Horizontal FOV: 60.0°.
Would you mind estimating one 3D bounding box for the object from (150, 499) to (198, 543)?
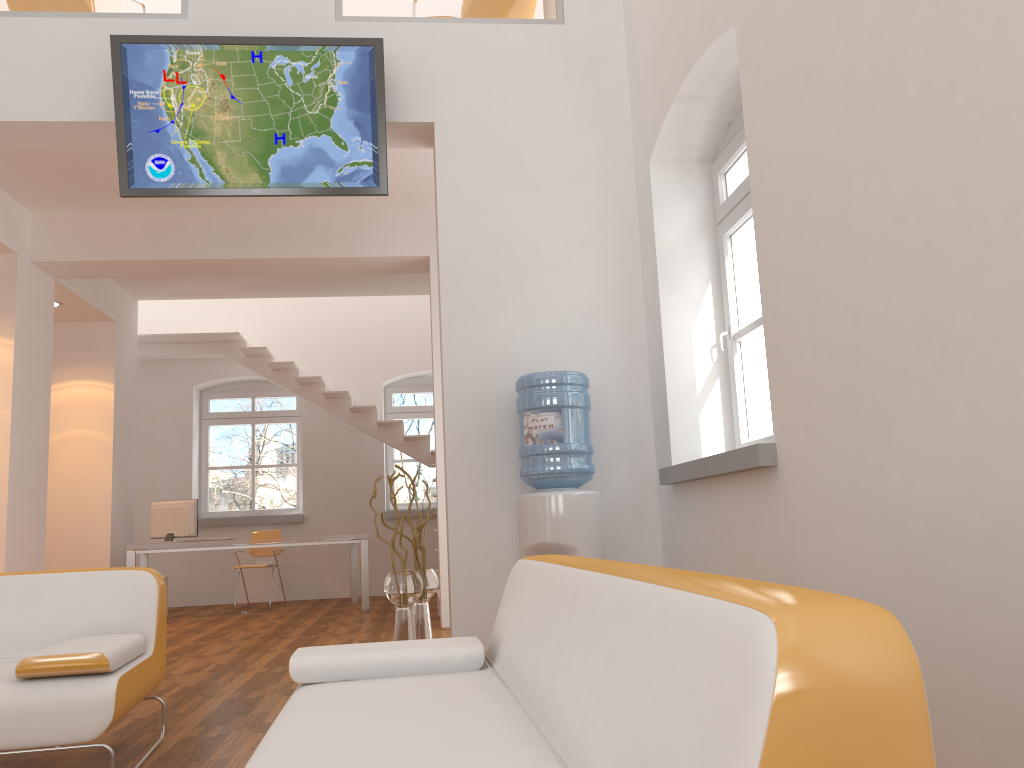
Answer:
[{"bbox_3d":[-3.397,1.364,8.809,0.516,0.418,0.245,-7,-10,23],"label":"object"}]

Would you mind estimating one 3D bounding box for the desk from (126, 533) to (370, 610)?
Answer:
[{"bbox_3d":[-2.650,1.957,9.038,2.239,0.750,1.092,0,-10,-16],"label":"desk"}]

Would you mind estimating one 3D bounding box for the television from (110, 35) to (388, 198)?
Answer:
[{"bbox_3d":[-1.368,-1.407,4.687,1.388,0.803,0.266,-2,-9,-6],"label":"television"}]

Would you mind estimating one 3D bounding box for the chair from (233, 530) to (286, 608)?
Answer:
[{"bbox_3d":[-2.842,2.068,9.968,0.495,0.829,0.464,-4,-9,9],"label":"chair"}]

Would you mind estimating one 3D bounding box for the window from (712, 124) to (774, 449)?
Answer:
[{"bbox_3d":[1.176,-0.487,3.971,0.142,1.627,1.302,-2,-9,-6],"label":"window"}]

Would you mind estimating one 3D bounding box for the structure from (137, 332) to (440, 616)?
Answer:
[{"bbox_3d":[-2.026,0.795,9.165,4.630,3.042,3.450,-2,-9,-6],"label":"structure"}]

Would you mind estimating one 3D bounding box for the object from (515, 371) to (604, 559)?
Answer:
[{"bbox_3d":[0.238,0.697,4.393,0.436,1.490,0.436,1,-10,-21],"label":"object"}]

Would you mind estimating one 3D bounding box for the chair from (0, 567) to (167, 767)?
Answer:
[{"bbox_3d":[-1.729,0.983,3.002,0.923,0.661,0.825,-1,-9,-11],"label":"chair"}]

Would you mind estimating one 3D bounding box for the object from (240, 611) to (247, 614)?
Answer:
[{"bbox_3d":[-2.731,2.331,9.029,0.054,0.035,0.115,-3,-9,4],"label":"object"}]

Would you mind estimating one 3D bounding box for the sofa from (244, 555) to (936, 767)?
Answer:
[{"bbox_3d":[-0.115,0.707,1.745,0.825,0.661,2.010,-1,-9,-8],"label":"sofa"}]

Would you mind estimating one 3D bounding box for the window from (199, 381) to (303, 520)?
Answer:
[{"bbox_3d":[-3.257,0.818,11.148,1.308,1.737,0.142,-2,-9,-6],"label":"window"}]

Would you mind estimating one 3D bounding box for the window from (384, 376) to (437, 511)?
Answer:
[{"bbox_3d":[-0.978,0.750,11.395,1.308,1.737,0.142,-2,-9,-6],"label":"window"}]

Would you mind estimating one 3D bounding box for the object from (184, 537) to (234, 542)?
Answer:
[{"bbox_3d":[-3.148,1.615,9.221,0.467,0.031,0.200,-3,-9,4],"label":"object"}]

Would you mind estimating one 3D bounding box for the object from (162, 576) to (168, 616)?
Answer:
[{"bbox_3d":[-3.611,2.169,8.979,0.200,0.422,0.474,0,-10,-16],"label":"object"}]

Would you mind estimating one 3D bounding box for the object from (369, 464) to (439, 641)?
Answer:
[{"bbox_3d":[-0.532,0.993,4.814,0.284,1.112,0.655,-5,-9,15],"label":"object"}]
